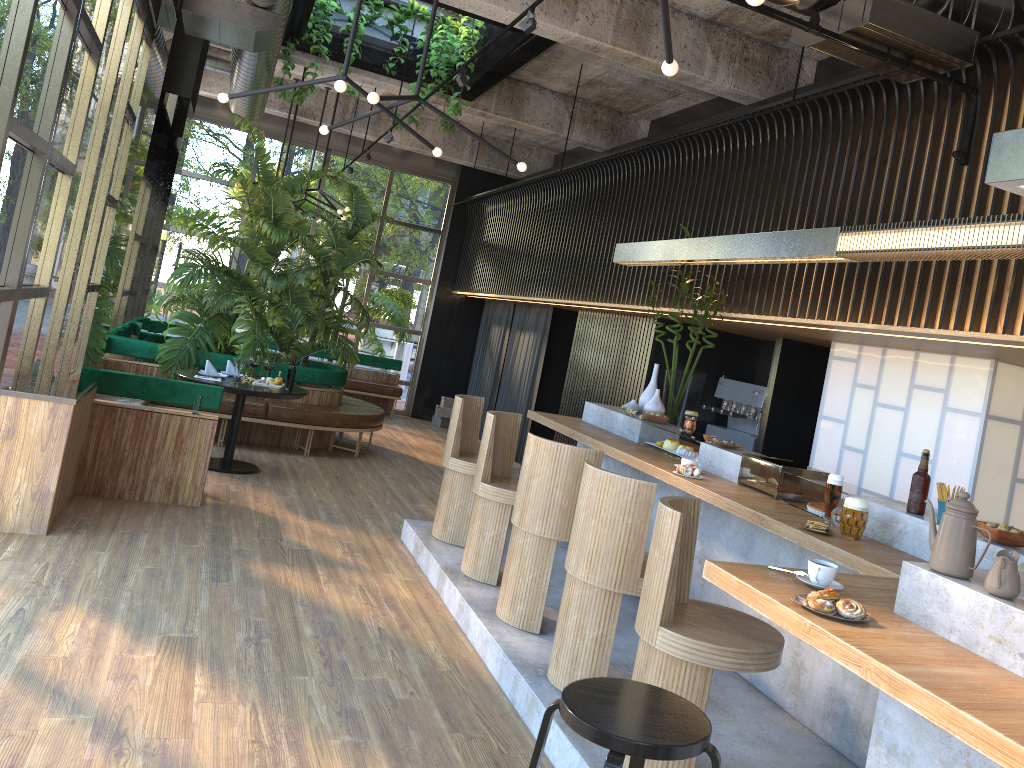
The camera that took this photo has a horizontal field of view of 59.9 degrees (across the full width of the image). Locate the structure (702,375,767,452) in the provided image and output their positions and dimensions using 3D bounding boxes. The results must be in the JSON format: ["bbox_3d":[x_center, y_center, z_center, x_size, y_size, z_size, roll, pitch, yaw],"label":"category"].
[{"bbox_3d":[2.092,0.752,8.318,0.564,1.597,0.815,12,-1,-20],"label":"structure"}]

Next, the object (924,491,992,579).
[{"bbox_3d":[1.247,0.417,2.504,0.207,0.235,0.122,11,-1,37],"label":"object"}]

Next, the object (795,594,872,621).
[{"bbox_3d":[0.873,0.614,2.422,0.202,0.013,0.210,12,4,16],"label":"object"}]

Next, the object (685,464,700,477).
[{"bbox_3d":[0.964,0.462,4.778,0.126,0.060,0.072,13,2,39],"label":"object"}]

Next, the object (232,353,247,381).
[{"bbox_3d":[-2.342,-0.144,7.638,0.096,0.245,0.089,12,-2,-37],"label":"object"}]

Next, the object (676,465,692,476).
[{"bbox_3d":[0.919,0.456,4.744,0.062,0.059,0.072,11,1,-30],"label":"object"}]

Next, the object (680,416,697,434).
[{"bbox_3d":[1.142,0.262,5.763,0.087,0.107,0.158,11,2,26],"label":"object"}]

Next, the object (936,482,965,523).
[{"bbox_3d":[1.774,0.488,3.616,0.106,0.162,0.104,11,-1,14],"label":"object"}]

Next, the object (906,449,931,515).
[{"bbox_3d":[1.738,0.414,3.774,0.073,0.277,0.076,11,-2,16],"label":"object"}]

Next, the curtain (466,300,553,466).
[{"bbox_3d":[-0.146,-0.177,12.540,0.125,2.060,3.187,12,1,-19],"label":"curtain"}]

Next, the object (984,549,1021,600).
[{"bbox_3d":[1.277,0.492,2.310,0.101,0.119,0.085,11,0,-12],"label":"object"}]

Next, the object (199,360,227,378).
[{"bbox_3d":[-2.568,-0.129,7.653,0.242,0.139,0.224,10,2,-37],"label":"object"}]

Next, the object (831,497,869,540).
[{"bbox_3d":[1.436,0.562,3.751,0.114,0.172,0.133,11,0,-26],"label":"object"}]

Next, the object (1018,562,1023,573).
[{"bbox_3d":[1.749,0.649,3.015,0.068,0.210,0.073,10,-2,37],"label":"object"}]

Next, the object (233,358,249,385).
[{"bbox_3d":[-2.288,-0.105,7.486,0.103,0.209,0.107,11,-1,14],"label":"object"}]

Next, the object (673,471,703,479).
[{"bbox_3d":[0.945,0.489,4.767,0.169,0.005,0.165,11,3,-9],"label":"object"}]

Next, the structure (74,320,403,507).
[{"bbox_3d":[0.593,0.732,4.345,6.201,1.548,19.580,10,4,-19],"label":"structure"}]

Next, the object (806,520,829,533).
[{"bbox_3d":[1.290,0.600,3.743,0.095,0.041,0.144,12,3,14],"label":"object"}]

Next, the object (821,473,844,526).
[{"bbox_3d":[1.433,0.517,3.978,0.073,0.232,0.075,11,-2,12],"label":"object"}]

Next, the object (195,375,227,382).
[{"bbox_3d":[-2.512,-0.047,7.410,0.262,0.019,0.153,10,4,-21],"label":"object"}]

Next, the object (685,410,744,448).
[{"bbox_3d":[1.188,0.272,5.514,0.215,0.134,0.787,11,3,-12],"label":"object"}]

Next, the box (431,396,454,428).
[{"bbox_3d":[-1.007,0.426,13.450,0.343,0.443,0.270,11,-1,-32],"label":"box"}]

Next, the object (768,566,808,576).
[{"bbox_3d":[0.859,0.583,2.765,0.030,0.027,0.131,10,3,-43],"label":"object"}]

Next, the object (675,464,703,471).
[{"bbox_3d":[0.990,0.478,4.984,0.165,0.020,0.156,10,4,-24],"label":"object"}]

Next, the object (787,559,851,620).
[{"bbox_3d":[0.878,0.576,2.564,0.179,0.073,0.424,12,3,16],"label":"object"}]

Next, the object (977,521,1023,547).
[{"bbox_3d":[1.850,0.562,3.382,0.195,0.073,0.225,11,3,0],"label":"object"}]

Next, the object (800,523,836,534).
[{"bbox_3d":[1.286,0.615,3.740,0.144,0.013,0.156,14,4,41],"label":"object"}]

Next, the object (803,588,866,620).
[{"bbox_3d":[0.883,0.597,2.418,0.158,0.052,0.158,12,3,24],"label":"object"}]

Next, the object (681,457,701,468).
[{"bbox_3d":[1.016,0.454,4.991,0.137,0.064,0.107,9,3,-41],"label":"object"}]

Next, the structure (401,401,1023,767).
[{"bbox_3d":[3.127,1.125,4.455,6.005,1.729,6.938,10,3,-20],"label":"structure"}]

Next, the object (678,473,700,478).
[{"bbox_3d":[0.946,0.488,4.763,0.120,0.005,0.123,12,4,19],"label":"object"}]

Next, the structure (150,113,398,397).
[{"bbox_3d":[-2.701,-1.156,9.968,2.518,3.441,2.573,11,0,-36],"label":"structure"}]

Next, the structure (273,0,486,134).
[{"bbox_3d":[-1.188,-3.271,8.962,2.151,1.518,1.426,11,0,8],"label":"structure"}]
